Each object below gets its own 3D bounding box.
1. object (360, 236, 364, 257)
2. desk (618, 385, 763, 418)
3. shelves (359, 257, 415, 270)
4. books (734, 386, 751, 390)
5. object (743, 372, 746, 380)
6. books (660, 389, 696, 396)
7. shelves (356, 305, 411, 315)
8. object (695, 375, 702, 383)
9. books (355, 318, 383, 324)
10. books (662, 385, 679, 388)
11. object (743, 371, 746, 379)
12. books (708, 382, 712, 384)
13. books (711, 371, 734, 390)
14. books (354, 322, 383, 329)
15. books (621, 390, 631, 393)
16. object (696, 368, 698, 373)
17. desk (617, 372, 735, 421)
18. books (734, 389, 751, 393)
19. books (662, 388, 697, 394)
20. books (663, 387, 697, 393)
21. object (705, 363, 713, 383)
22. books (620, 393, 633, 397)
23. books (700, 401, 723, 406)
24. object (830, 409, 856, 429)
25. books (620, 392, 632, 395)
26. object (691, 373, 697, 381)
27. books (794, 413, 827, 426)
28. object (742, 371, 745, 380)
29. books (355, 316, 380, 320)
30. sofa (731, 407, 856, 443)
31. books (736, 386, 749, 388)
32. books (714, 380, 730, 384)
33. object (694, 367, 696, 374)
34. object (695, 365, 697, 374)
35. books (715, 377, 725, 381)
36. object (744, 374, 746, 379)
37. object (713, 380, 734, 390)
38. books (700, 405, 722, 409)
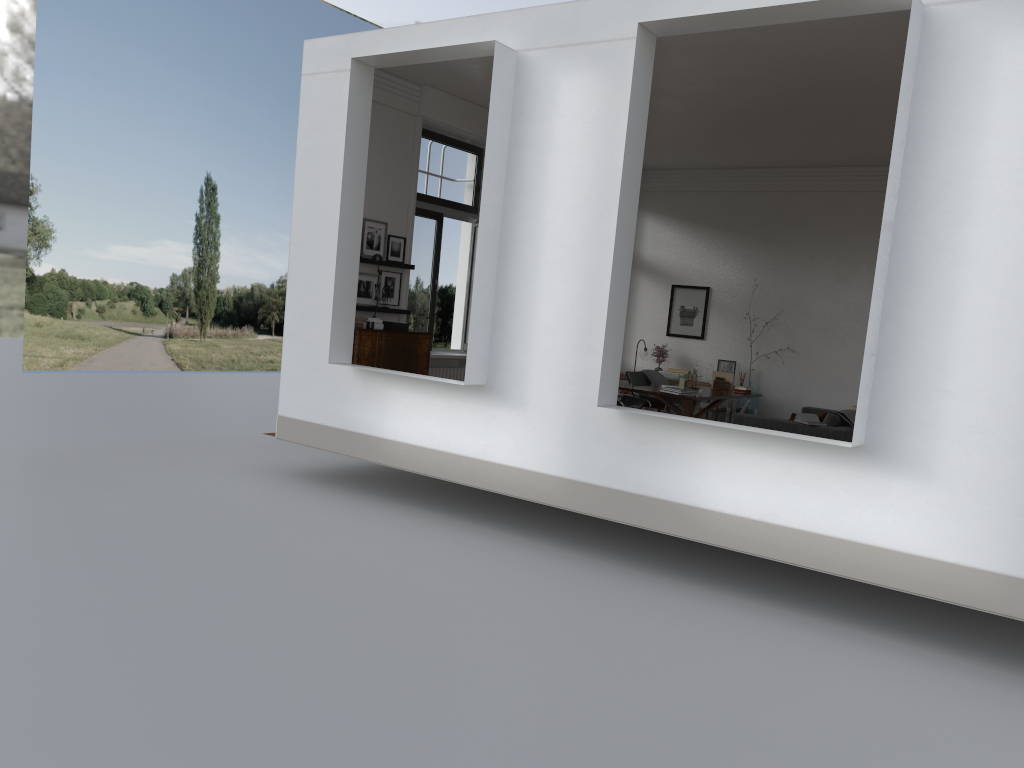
[{"bbox_3d":[-1.669,-1.512,9.657,0.040,0.261,0.174,10,7,35],"label":"object"},{"bbox_3d":[2.289,0.456,11.379,1.028,0.753,2.225,9,6,35],"label":"desk"},{"bbox_3d":[-1.631,-1.356,9.729,0.158,0.055,1.514,9,6,35],"label":"shelves"},{"bbox_3d":[3.108,0.056,11.933,0.164,0.028,0.207,9,5,33],"label":"books"},{"bbox_3d":[3.126,-0.080,11.947,0.008,0.193,0.049,2,7,-31],"label":"object"},{"bbox_3d":[1.967,0.104,10.508,0.264,0.027,0.346,3,5,-30],"label":"books"},{"bbox_3d":[-1.682,-0.837,9.782,0.155,0.055,1.514,9,6,35],"label":"shelves"},{"bbox_3d":[2.822,-0.078,13.384,0.093,0.102,0.093,8,6,27],"label":"object"},{"bbox_3d":[-1.571,-0.684,9.556,0.254,0.044,0.239,9,6,35],"label":"books"},{"bbox_3d":[2.061,0.046,11.383,0.231,0.026,0.325,6,5,0],"label":"books"},{"bbox_3d":[3.132,-0.083,11.984,0.044,0.194,0.008,3,6,-24],"label":"object"},{"bbox_3d":[3.035,-0.014,13.295,0.213,0.031,0.129,4,5,-17],"label":"books"},{"bbox_3d":[2.894,-0.047,12.182,0.309,0.240,0.043,9,7,35],"label":"books"},{"bbox_3d":[-1.572,-0.633,9.557,0.229,0.057,0.294,9,6,35],"label":"books"},{"bbox_3d":[1.851,0.127,13.867,0.239,0.023,0.190,9,6,35],"label":"books"},{"bbox_3d":[2.814,-0.150,13.585,0.054,0.207,0.008,7,6,18],"label":"object"},{"bbox_3d":[2.429,0.301,13.590,1.795,0.759,0.647,9,6,35],"label":"desk"},{"bbox_3d":[3.104,0.091,11.927,0.159,0.040,0.215,9,6,37],"label":"books"},{"bbox_3d":[1.984,0.083,10.505,0.250,0.017,0.343,3,5,-30],"label":"books"},{"bbox_3d":[1.985,0.067,10.503,0.250,0.017,0.343,3,5,-30],"label":"books"},{"bbox_3d":[2.990,-0.168,13.448,0.111,0.303,0.111,4,6,-18],"label":"object"},{"bbox_3d":[1.847,0.170,13.871,0.247,0.024,0.209,9,6,35],"label":"books"},{"bbox_3d":[2.946,0.294,13.103,0.225,0.038,0.308,9,6,35],"label":"books"},{"bbox_3d":[3.740,0.491,9.772,0.399,0.388,0.752,9,6,35],"label":"object"},{"bbox_3d":[1.851,0.148,13.868,0.251,0.023,0.209,9,6,35],"label":"books"},{"bbox_3d":[2.789,-0.102,13.581,0.075,0.114,0.058,9,7,35],"label":"object"},{"bbox_3d":[3.172,0.372,9.408,0.225,0.096,0.278,4,5,-13],"label":"books"},{"bbox_3d":[3.124,-0.085,11.992,0.038,0.195,0.008,2,7,-28],"label":"object"},{"bbox_3d":[-1.553,-0.710,9.538,0.179,0.014,0.200,9,6,35],"label":"books"},{"bbox_3d":[3.673,0.663,10.562,1.260,0.830,2.644,9,6,35],"label":"sofa"},{"bbox_3d":[3.108,0.036,11.947,0.128,0.008,0.159,9,6,36],"label":"books"},{"bbox_3d":[2.856,0.013,12.103,0.220,0.125,0.028,9,7,35],"label":"books"},{"bbox_3d":[2.797,-0.152,13.601,0.008,0.207,0.054,8,6,22],"label":"object"},{"bbox_3d":[2.814,-0.167,13.597,0.023,0.239,0.028,9,7,32],"label":"object"},{"bbox_3d":[2.850,-0.015,12.162,0.128,0.157,0.041,9,7,35],"label":"books"},{"bbox_3d":[3.133,-0.082,11.959,0.008,0.195,0.036,0,8,-42],"label":"object"},{"bbox_3d":[2.894,-0.010,12.143,0.228,0.167,0.149,9,6,35],"label":"object"},{"bbox_3d":[2.944,0.330,13.095,0.225,0.038,0.308,9,6,34],"label":"books"}]
